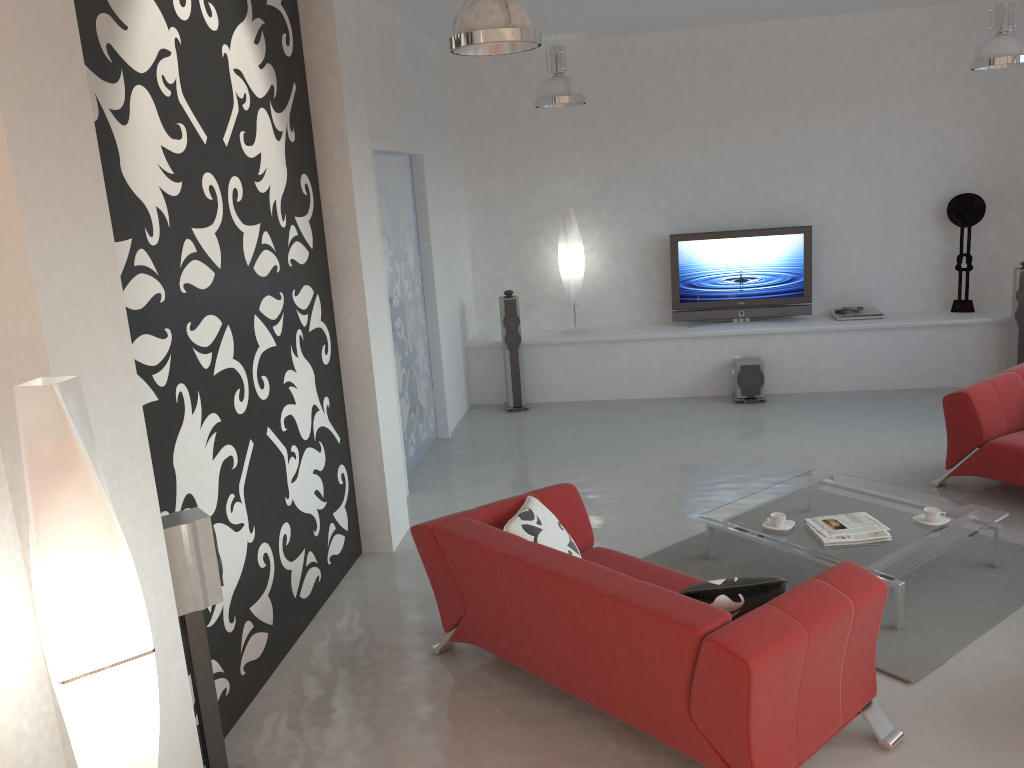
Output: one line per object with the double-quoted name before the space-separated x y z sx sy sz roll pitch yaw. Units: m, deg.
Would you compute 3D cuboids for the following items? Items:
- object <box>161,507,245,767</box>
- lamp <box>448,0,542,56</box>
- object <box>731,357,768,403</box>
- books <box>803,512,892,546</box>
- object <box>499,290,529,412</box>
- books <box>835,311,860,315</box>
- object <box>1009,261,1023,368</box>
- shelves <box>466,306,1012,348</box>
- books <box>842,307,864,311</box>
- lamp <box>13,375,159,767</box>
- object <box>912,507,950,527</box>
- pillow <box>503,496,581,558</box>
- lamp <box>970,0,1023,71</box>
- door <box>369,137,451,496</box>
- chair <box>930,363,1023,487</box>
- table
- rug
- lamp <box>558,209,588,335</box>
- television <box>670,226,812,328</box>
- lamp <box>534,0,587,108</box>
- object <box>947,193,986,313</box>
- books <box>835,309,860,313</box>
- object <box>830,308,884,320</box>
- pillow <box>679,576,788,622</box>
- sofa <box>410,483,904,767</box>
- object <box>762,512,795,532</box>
"object" -1.133 1.013 3.221 0.229 1.112 0.214 -13 15 -35
"lamp" -0.095 -1.749 3.513 0.379 0.800 0.379 -4 13 2
"object" 2.257 -0.035 8.457 0.336 0.374 0.337 -2 13 9
"books" 1.734 0.744 4.586 0.367 0.035 0.345 -5 13 -1
"object" 0.004 -0.334 8.687 0.255 1.184 0.273 -6 13 -6
"books" 3.296 -0.708 8.717 0.190 0.015 0.135 -10 14 -25
"object" 4.592 -0.517 7.969 0.255 1.184 0.273 1 14 23
"shelves" 2.295 -0.566 8.805 5.500 0.050 0.650 -2 13 9
"books" 3.344 -0.738 8.701 0.190 0.015 0.135 0 13 19
"lamp" -1.074 0.858 2.364 0.313 1.779 0.313 0 13 17
"object" 2.183 0.687 4.616 0.153 0.069 0.153 -10 14 -24
"pillow" 0.145 0.738 4.064 0.288 0.343 0.402 -1 13 16
"lamp" 3.298 -2.548 5.943 0.379 0.800 0.379 -15 17 -40
"door" -0.872 -0.593 7.004 0.240 2.550 1.600 -2 13 9
"chair" 3.479 0.340 5.540 0.951 0.738 1.288 -12 15 -30
"table" 1.842 0.843 4.847 1.097 0.286 1.162 -13 15 -35
"rug" 1.842 0.986 4.872 1.700 0.025 1.700 -13 15 -35
"lamp" 0.607 -1.135 8.952 0.263 1.239 0.263 -4 13 1
"television" 2.271 -1.063 8.812 1.356 0.919 0.343 -2 13 9
"lamp" 0.327 -2.429 6.404 0.379 0.800 0.379 -3 13 5
"object" 4.324 -1.249 8.470 0.331 1.130 0.108 4 15 33
"books" 3.295 -0.723 8.717 0.190 0.015 0.135 -7 13 -11
"object" 3.395 -0.689 8.735 0.430 0.045 0.352 -2 13 9
"pillow" 0.805 0.854 3.326 0.402 0.343 0.288 -4 13 2
"sofa" 0.502 0.970 3.724 0.951 0.738 1.929 -15 16 -40
"object" 1.412 0.726 4.699 0.153 0.069 0.153 5 15 35
